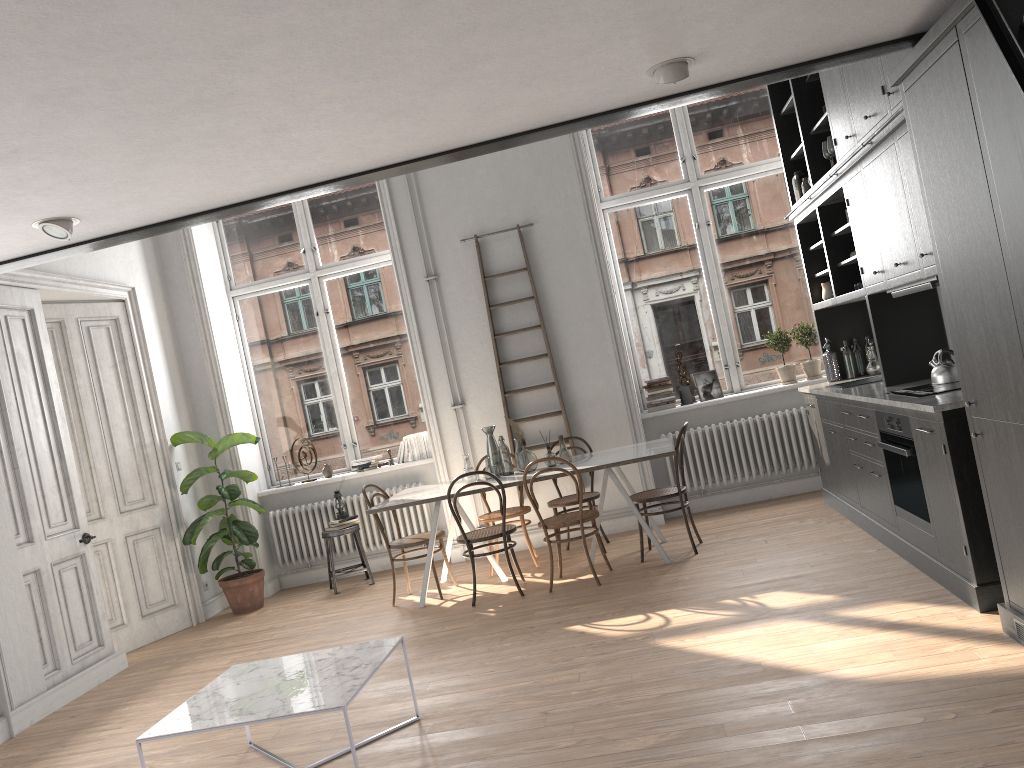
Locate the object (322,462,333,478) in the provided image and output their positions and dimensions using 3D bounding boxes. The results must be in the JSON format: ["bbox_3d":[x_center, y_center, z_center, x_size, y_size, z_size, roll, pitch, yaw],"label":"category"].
[{"bbox_3d":[-1.745,0.816,8.378,0.100,0.142,0.102,-12,0,-18],"label":"object"}]

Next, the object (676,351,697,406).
[{"bbox_3d":[1.535,-0.058,7.939,0.122,0.488,0.102,-12,0,32],"label":"object"}]

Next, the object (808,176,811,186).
[{"bbox_3d":[2.183,-1.592,6.399,0.134,0.357,0.134,-12,0,-37],"label":"object"}]

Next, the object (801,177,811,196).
[{"bbox_3d":[2.286,-1.508,6.808,0.114,0.155,0.114,-12,0,11],"label":"object"}]

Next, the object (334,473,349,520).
[{"bbox_3d":[-1.514,0.996,7.846,0.163,0.383,0.154,-12,0,-19],"label":"object"}]

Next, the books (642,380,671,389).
[{"bbox_3d":[1.302,0.006,7.967,0.231,0.023,0.162,-12,0,23],"label":"books"}]

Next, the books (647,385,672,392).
[{"bbox_3d":[1.324,0.044,7.965,0.205,0.022,0.155,-12,0,3],"label":"books"}]

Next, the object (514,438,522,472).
[{"bbox_3d":[0.068,0.538,6.779,0.098,0.255,0.100,-12,0,-16],"label":"object"}]

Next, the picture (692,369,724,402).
[{"bbox_3d":[1.747,0.019,7.956,0.221,0.264,0.149,-12,0,-9],"label":"picture"}]

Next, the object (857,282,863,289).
[{"bbox_3d":[2.324,-0.654,5.846,0.088,0.059,0.104,-12,0,-14],"label":"object"}]

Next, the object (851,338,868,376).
[{"bbox_3d":[2.727,-0.214,6.976,0.086,0.301,0.086,-12,0,22],"label":"object"}]

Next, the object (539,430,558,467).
[{"bbox_3d":[0.274,0.480,6.667,0.107,0.283,0.106,-12,0,3],"label":"object"}]

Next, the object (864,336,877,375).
[{"bbox_3d":[2.775,-0.224,6.863,0.086,0.301,0.086,-12,0,-37],"label":"object"}]

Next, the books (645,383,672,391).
[{"bbox_3d":[1.314,0.025,7.966,0.244,0.019,0.174,-12,0,8],"label":"books"}]

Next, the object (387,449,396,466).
[{"bbox_3d":[-1.129,0.682,8.256,0.048,0.153,0.088,-12,0,-22],"label":"object"}]

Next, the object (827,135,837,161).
[{"bbox_3d":[2.114,-1.511,5.795,0.083,0.221,0.083,-12,0,-36],"label":"object"}]

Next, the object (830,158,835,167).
[{"bbox_3d":[2.232,-1.503,6.155,0.123,0.161,0.123,-12,0,16],"label":"object"}]

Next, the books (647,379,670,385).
[{"bbox_3d":[1.311,-0.018,7.966,0.205,0.020,0.155,-12,0,8],"label":"books"}]

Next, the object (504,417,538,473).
[{"bbox_3d":[0.084,0.437,6.612,0.157,0.446,0.156,-12,0,26],"label":"object"}]

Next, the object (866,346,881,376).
[{"bbox_3d":[2.746,-0.179,6.740,0.132,0.219,0.120,-12,0,8],"label":"object"}]

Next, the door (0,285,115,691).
[{"bbox_3d":[-3.240,0.712,5.887,0.216,2.814,1.096,-12,0,9],"label":"door"}]

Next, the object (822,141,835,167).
[{"bbox_3d":[2.129,-1.513,5.926,0.083,0.221,0.083,-12,0,39],"label":"object"}]

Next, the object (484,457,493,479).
[{"bbox_3d":[-0.177,0.639,6.740,0.083,0.158,0.083,-12,0,3],"label":"object"}]

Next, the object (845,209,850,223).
[{"bbox_3d":[2.373,-1.154,6.179,0.082,0.135,0.059,-12,0,-24],"label":"object"}]

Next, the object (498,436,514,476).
[{"bbox_3d":[-0.056,0.540,6.722,0.086,0.301,0.086,-12,0,-7],"label":"object"}]

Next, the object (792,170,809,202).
[{"bbox_3d":[2.277,-1.547,6.952,0.118,0.238,0.118,-12,0,-7],"label":"object"}]

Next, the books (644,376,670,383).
[{"bbox_3d":[1.302,-0.039,7.975,0.201,0.024,0.159,-12,0,-2],"label":"books"}]

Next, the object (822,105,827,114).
[{"bbox_3d":[2.217,-1.903,6.178,0.084,0.199,0.065,-12,0,30],"label":"object"}]

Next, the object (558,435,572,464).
[{"bbox_3d":[0.389,0.493,6.728,0.101,0.212,0.101,-12,0,-43],"label":"object"}]

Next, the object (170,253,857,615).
[{"bbox_3d":[-0.047,0.550,7.109,5.829,1.842,0.791,-12,0,13],"label":"object"}]

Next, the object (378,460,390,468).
[{"bbox_3d":[-1.195,0.749,8.323,0.153,0.048,0.088,-12,0,-43],"label":"object"}]

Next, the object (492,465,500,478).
[{"bbox_3d":[-0.124,0.660,6.639,0.058,0.094,0.058,-12,0,36],"label":"object"}]

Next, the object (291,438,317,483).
[{"bbox_3d":[-1.960,0.717,8.407,0.348,0.425,0.087,-12,0,40],"label":"object"}]

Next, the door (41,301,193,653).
[{"bbox_3d":[-3.249,0.721,7.061,0.216,2.814,1.096,-12,0,32],"label":"door"}]

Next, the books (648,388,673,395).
[{"bbox_3d":[1.332,0.064,7.970,0.222,0.024,0.158,-12,0,8],"label":"books"}]

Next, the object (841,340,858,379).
[{"bbox_3d":[2.623,-0.192,6.911,0.086,0.301,0.086,-12,0,-7],"label":"object"}]

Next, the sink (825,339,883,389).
[{"bbox_3d":[2.525,-0.057,6.278,0.514,0.504,0.526,-12,0,8],"label":"sink"}]

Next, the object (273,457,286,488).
[{"bbox_3d":[-2.239,0.846,8.485,0.095,0.289,0.095,-12,0,39],"label":"object"}]

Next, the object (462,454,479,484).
[{"bbox_3d":[-0.324,0.638,6.632,0.132,0.219,0.132,-12,0,-3],"label":"object"}]

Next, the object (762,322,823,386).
[{"bbox_3d":[2.487,-0.276,7.810,0.500,0.524,0.234,-12,0,-3],"label":"object"}]

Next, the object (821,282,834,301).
[{"bbox_3d":[2.484,-0.725,6.934,0.127,0.144,0.115,-12,0,-14],"label":"object"}]

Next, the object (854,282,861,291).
[{"bbox_3d":[2.346,-0.658,5.956,0.088,0.059,0.104,-12,0,-4],"label":"object"}]

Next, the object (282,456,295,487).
[{"bbox_3d":[-2.133,0.823,8.413,0.095,0.289,0.095,-12,0,30],"label":"object"}]

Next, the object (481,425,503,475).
[{"bbox_3d":[-0.145,0.518,6.846,0.116,0.383,0.116,-12,0,19],"label":"object"}]

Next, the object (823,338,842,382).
[{"bbox_3d":[2.511,-0.196,6.991,0.109,0.349,0.109,-12,0,-11],"label":"object"}]

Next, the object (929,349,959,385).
[{"bbox_3d":[2.395,-0.103,4.901,0.171,0.186,0.171,-12,0,19],"label":"object"}]
